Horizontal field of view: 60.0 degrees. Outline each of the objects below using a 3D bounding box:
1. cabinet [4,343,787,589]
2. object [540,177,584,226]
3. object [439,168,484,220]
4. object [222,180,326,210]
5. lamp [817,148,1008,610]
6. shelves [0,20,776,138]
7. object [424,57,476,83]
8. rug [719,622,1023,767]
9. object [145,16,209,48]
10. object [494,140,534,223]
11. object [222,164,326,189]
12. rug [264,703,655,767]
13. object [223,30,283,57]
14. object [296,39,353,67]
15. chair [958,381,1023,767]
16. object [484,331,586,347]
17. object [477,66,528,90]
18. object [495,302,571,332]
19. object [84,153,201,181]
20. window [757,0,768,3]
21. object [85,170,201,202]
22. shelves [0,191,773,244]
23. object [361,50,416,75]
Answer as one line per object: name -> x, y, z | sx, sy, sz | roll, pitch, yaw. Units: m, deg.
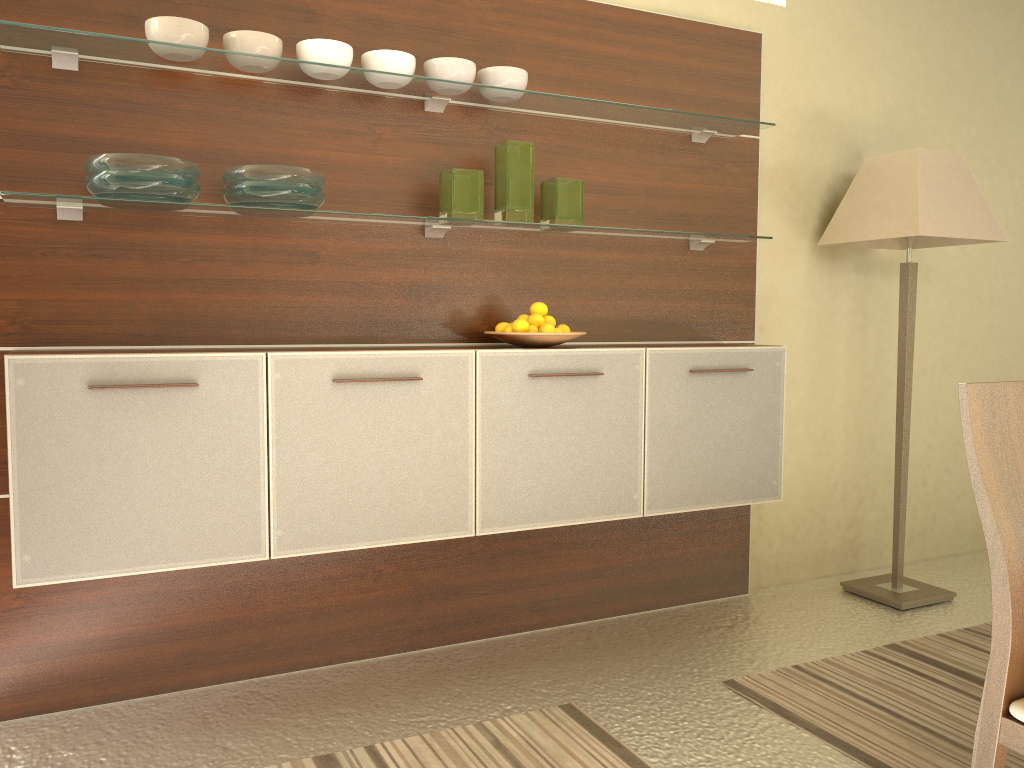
cabinet -> -0.179, 0.170, 2.819 | 2.463, 0.570, 0.372 | -2, 5, -26
object -> 0.168, -0.605, 2.986 | 0.111, 0.160, 0.112 | -2, 5, -27
object -> -0.160, -0.593, 2.811 | 0.112, 0.160, 0.111 | -2, 5, -27
object -> -0.682, -0.530, 2.550 | 0.288, 0.068, 0.288 | 2, 4, 22
lamp -> 1.592, -0.019, 3.593 | 0.499, 1.782, 0.499 | -2, 5, -26
shelves -> -0.201, -0.917, 2.792 | 2.463, 0.008, 0.255 | -2, 5, -26
object -> -0.194, -0.958, 2.770 | 0.163, 0.077, 0.163 | 2, 4, 22
rug -> 1.553, 0.936, 2.741 | 1.613, 0.010, 0.843 | -2, 5, -26
object -> -0.911, -0.935, 2.416 | 0.163, 0.077, 0.163 | 2, 4, 22
object -> 0.006, -0.650, 2.878 | 0.099, 0.259, 0.099 | -2, 5, -27
object -> -0.682, -0.572, 2.547 | 0.288, 0.068, 0.288 | 2, 4, 22
rug -> -0.364, 0.988, 1.884 | 1.613, 0.007, 0.842 | -2, 5, -26
object -> -0.738, -0.943, 2.527 | 0.163, 0.077, 0.163 | 2, 4, 22
object -> -0.548, -0.947, 2.598 | 0.163, 0.077, 0.163 | 2, 4, 22
chair -> 1.076, 0.516, 1.496 | 0.404, 1.017, 0.507 | -2, 5, -26
object -> 0.076, -0.146, 2.925 | 0.337, 0.053, 0.337 | 1, 4, 5
object -> -0.031, -0.964, 2.862 | 0.163, 0.077, 0.163 | 2, 4, 22
object -> 0.064, -0.200, 2.908 | 0.230, 0.139, 0.259 | 3, 5, 33
object -> -0.991, -0.562, 2.388 | 0.288, 0.068, 0.288 | 2, 4, 22
window -> 0.686, -0.385, 0.251 | 4.466, 3.000, 6.429 | -2, 5, -29
object -> -0.992, -0.520, 2.391 | 0.288, 0.068, 0.288 | 2, 4, 22
shelves -> -0.202, -0.510, 2.821 | 2.463, 0.008, 0.255 | -2, 5, -26
object -> -0.375, -0.953, 2.697 | 0.163, 0.077, 0.163 | 1, 4, 15
